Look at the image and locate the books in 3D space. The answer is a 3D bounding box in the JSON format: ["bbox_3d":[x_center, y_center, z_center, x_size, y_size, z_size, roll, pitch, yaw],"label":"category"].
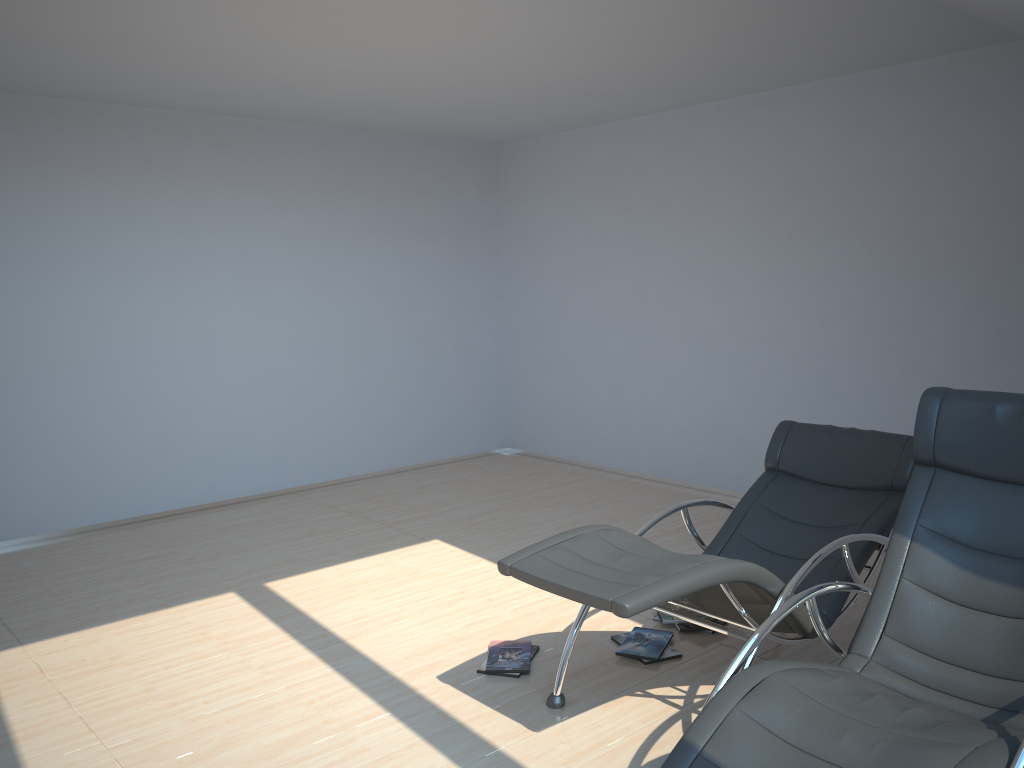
[{"bbox_3d":[-0.080,1.308,2.297,1.045,0.222,4.790,1,7,16],"label":"books"}]

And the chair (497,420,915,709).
[{"bbox_3d":[0.943,0.757,3.628,2.114,0.953,0.836,-7,9,-40],"label":"chair"}]

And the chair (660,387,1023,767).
[{"bbox_3d":[1.193,0.728,2.548,1.938,1.251,0.836,-7,9,-40],"label":"chair"}]
